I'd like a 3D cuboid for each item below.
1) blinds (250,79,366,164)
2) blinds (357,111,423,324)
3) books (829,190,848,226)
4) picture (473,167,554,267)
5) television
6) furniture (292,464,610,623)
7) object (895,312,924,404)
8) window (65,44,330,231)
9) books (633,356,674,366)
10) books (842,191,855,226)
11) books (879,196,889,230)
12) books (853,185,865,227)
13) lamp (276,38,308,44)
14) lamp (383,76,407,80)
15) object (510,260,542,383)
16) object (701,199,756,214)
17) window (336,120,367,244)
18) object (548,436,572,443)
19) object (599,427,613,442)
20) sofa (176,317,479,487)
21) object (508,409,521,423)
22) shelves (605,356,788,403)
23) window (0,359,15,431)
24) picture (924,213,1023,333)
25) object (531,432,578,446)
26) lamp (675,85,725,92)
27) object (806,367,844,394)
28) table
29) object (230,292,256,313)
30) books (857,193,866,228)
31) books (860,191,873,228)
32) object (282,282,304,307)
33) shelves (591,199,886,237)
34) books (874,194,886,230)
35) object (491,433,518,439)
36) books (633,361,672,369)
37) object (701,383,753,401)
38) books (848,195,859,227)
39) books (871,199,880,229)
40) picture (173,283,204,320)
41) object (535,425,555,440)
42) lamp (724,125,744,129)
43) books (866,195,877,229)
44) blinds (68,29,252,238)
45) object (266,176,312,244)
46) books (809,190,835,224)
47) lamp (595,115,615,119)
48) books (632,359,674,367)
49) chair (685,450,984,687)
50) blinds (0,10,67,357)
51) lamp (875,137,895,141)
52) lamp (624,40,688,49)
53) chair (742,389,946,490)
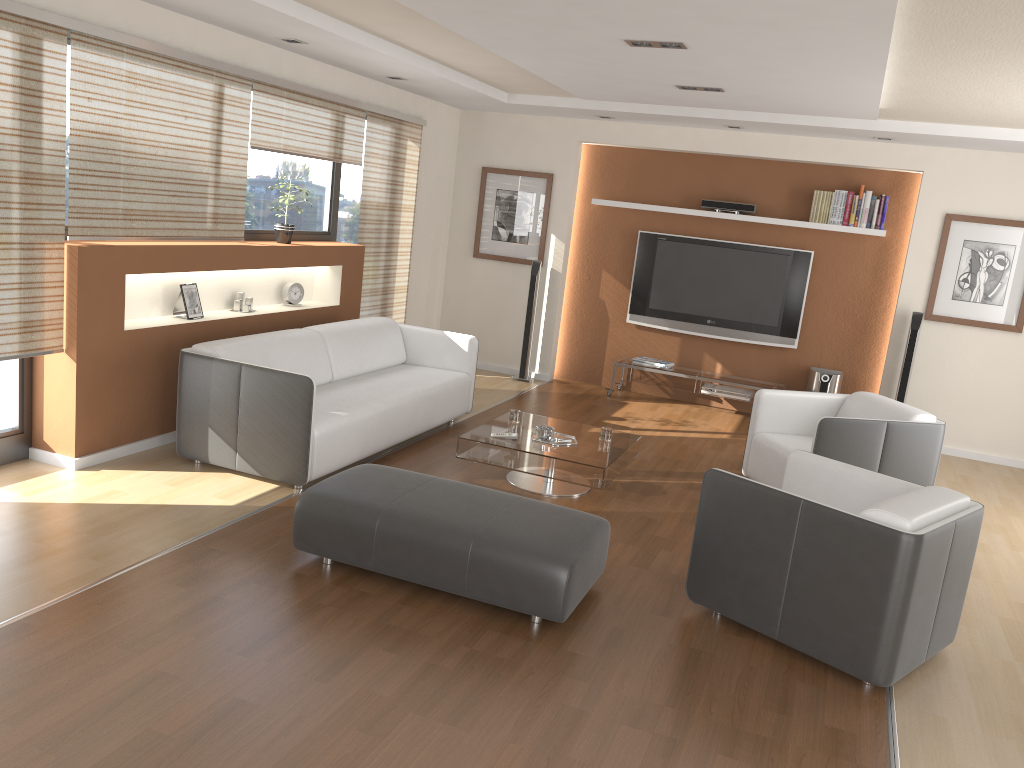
[{"bbox_3d":[-1.438,-1.872,6.428,0.001,0.441,1.432,11,12,19],"label":"blinds"},{"bbox_3d":[-1.097,-1.195,7.735,0.001,2.200,0.980,11,12,19],"label":"blinds"},{"bbox_3d":[2.850,-1.535,7.737,0.104,0.295,0.146,11,12,19],"label":"books"},{"bbox_3d":[0.004,-1.630,8.635,0.734,0.884,0.025,11,12,19],"label":"picture"},{"bbox_3d":[1.903,-0.881,8.252,1.594,0.900,0.097,11,12,19],"label":"television"},{"bbox_3d":[-0.259,0.660,3.998,1.291,0.301,0.685,11,12,19],"label":"furniture"},{"bbox_3d":[3.296,-0.023,7.453,0.228,1.165,0.215,12,12,24],"label":"object"},{"bbox_3d":[-1.982,-1.514,5.917,0.010,0.986,2.817,11,12,19],"label":"window"},{"bbox_3d":[1.333,-0.218,8.358,0.326,0.017,0.228,13,13,31],"label":"books"},{"bbox_3d":[2.923,-1.519,7.707,0.053,0.293,0.169,11,12,19],"label":"books"},{"bbox_3d":[3.194,-1.465,7.611,0.029,0.286,0.169,11,12,19],"label":"books"},{"bbox_3d":[3.002,-1.536,7.674,0.028,0.358,0.169,11,12,19],"label":"books"},{"bbox_3d":[-1.380,-2.198,5.571,0.146,0.087,0.146,11,12,19],"label":"lamp"},{"bbox_3d":[-0.898,-2.395,6.817,0.146,0.087,0.146,11,12,19],"label":"lamp"},{"bbox_3d":[0.176,-0.608,8.569,0.228,1.165,0.215,10,12,14],"label":"object"},{"bbox_3d":[1.969,-1.605,8.057,0.470,0.109,0.182,11,12,19],"label":"object"},{"bbox_3d":[-1.350,-1.236,7.828,0.010,2.162,0.889,11,12,19],"label":"window"},{"bbox_3d":[0.293,0.333,5.324,0.147,0.035,0.051,0,13,-28],"label":"object"},{"bbox_3d":[0.582,0.312,5.498,0.079,0.077,0.079,8,11,8],"label":"object"},{"bbox_3d":[-1.096,0.002,5.888,0.919,0.661,2.238,11,12,19],"label":"sofa"},{"bbox_3d":[0.016,0.207,5.694,0.079,0.077,0.079,8,11,8],"label":"object"},{"bbox_3d":[1.703,0.052,8.269,1.617,0.340,0.444,11,12,19],"label":"shelves"},{"bbox_3d":[-2.741,-0.701,4.222,0.010,2.093,0.889,11,12,19],"label":"window"},{"bbox_3d":[3.860,-0.908,7.255,0.734,0.884,0.025,11,12,19],"label":"picture"},{"bbox_3d":[0.256,0.331,5.383,0.315,0.011,0.273,12,13,26],"label":"object"},{"bbox_3d":[1.196,-1.910,5.608,0.291,0.087,0.146,11,12,19],"label":"lamp"},{"bbox_3d":[2.764,0.142,7.921,0.286,0.518,0.323,11,12,19],"label":"object"},{"bbox_3d":[0.243,0.467,5.494,0.900,0.300,0.900,11,12,19],"label":"table"},{"bbox_3d":[-1.862,-0.572,6.151,0.141,0.131,0.141,6,11,-2],"label":"object"},{"bbox_3d":[3.022,-1.501,7.673,0.022,0.293,0.167,11,12,19],"label":"books"},{"bbox_3d":[3.055,-1.503,7.654,0.050,0.313,0.179,11,12,19],"label":"books"},{"bbox_3d":[-1.650,-0.678,6.683,0.096,0.176,0.160,14,14,34],"label":"object"},{"bbox_3d":[2.002,-1.520,8.061,2.612,0.050,0.200,11,12,19],"label":"shelves"},{"bbox_3d":[3.161,-1.474,7.622,0.041,0.293,0.169,11,12,19],"label":"books"},{"bbox_3d":[-0.047,0.306,5.292,0.158,0.029,0.064,7,11,1],"label":"object"},{"bbox_3d":[1.331,-0.193,8.363,0.326,0.017,0.228,11,12,22],"label":"books"},{"bbox_3d":[1.976,0.071,8.139,0.435,0.052,0.274,11,12,19],"label":"object"},{"bbox_3d":[2.962,-1.496,7.686,0.041,0.266,0.186,11,12,19],"label":"books"},{"bbox_3d":[3.127,-1.459,7.638,0.028,0.248,0.169,11,12,19],"label":"books"},{"bbox_3d":[-2.041,-0.526,5.604,0.133,0.216,0.159,9,12,14],"label":"picture"},{"bbox_3d":[0.198,0.290,5.373,0.118,0.079,0.117,12,13,26],"label":"object"},{"bbox_3d":[1.886,-2.214,7.501,0.146,0.087,0.146,11,12,19],"label":"lamp"},{"bbox_3d":[3.098,-1.480,7.652,0.041,0.278,0.157,11,12,19],"label":"books"},{"bbox_3d":[-1.988,-1.368,5.156,0.001,1.044,1.432,11,12,19],"label":"blinds"},{"bbox_3d":[-1.595,-1.248,6.389,0.342,0.477,0.268,8,12,9],"label":"object"},{"bbox_3d":[2.721,-1.548,7.782,0.167,0.275,0.195,11,12,19],"label":"books"},{"bbox_3d":[0.833,-2.411,7.878,0.146,0.087,0.146,11,12,19],"label":"lamp"},{"bbox_3d":[1.332,-0.205,8.361,0.326,0.017,0.228,15,14,36],"label":"books"},{"bbox_3d":[1.381,0.706,3.815,0.767,0.661,0.919,-5,16,-44],"label":"chair"},{"bbox_3d":[-2.459,-0.902,4.082,0.001,1.635,0.980,11,12,19],"label":"blinds"},{"bbox_3d":[2.993,-2.007,7.105,0.146,0.087,0.146,11,12,19],"label":"lamp"},{"bbox_3d":[0.714,-1.713,4.362,0.291,0.087,0.146,11,12,19],"label":"lamp"},{"bbox_3d":[2.102,0.435,5.677,0.919,0.706,0.767,3,12,-15],"label":"chair"}]
